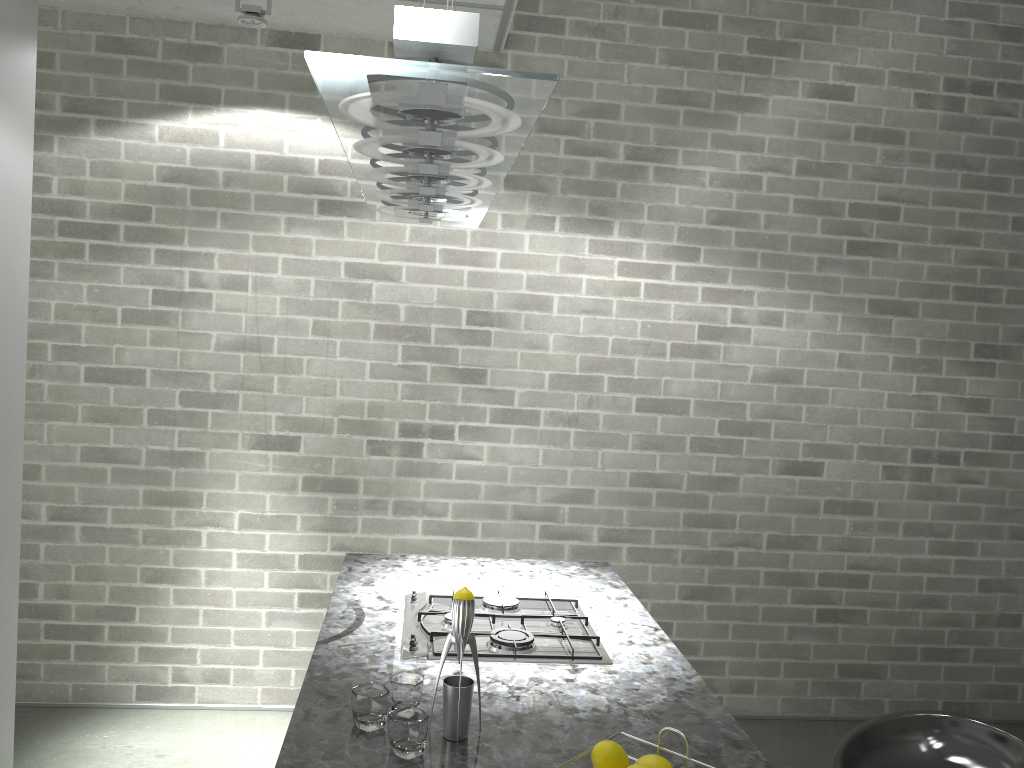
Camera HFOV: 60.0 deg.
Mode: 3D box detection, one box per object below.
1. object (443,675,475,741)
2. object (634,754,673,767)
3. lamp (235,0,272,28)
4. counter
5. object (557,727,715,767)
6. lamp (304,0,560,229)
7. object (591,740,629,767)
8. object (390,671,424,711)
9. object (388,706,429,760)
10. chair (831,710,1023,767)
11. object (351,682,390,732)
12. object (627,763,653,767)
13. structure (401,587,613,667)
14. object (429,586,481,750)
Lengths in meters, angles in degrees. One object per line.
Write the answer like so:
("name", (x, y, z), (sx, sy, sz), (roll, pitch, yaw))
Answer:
("object", (-0.104, 0.614, 1.677), (0.060, 0.106, 0.060), (3, 3, -13))
("object", (0.215, 0.590, 1.346), (0.063, 0.053, 0.051), (3, 3, -3))
("lamp", (-0.969, -1.417, 3.322), (0.109, 0.132, 0.109), (6, 4, 36))
("counter", (0.084, 1.204, 0.877), (0.900, 0.960, 4.400), (3, 3, -6))
("object", (0.182, 0.619, 1.293), (0.189, 0.174, 0.207), (6, 4, 39))
("lamp", (-0.136, -0.880, 1.722), (0.290, 0.964, 1.490), (3, 3, -6))
("object", (0.149, 0.572, 1.347), (0.059, 0.060, 0.050), (3, 3, -16))
("object", (-0.210, 0.621, 1.770), (0.063, 0.070, 0.064), (4, 3, 2))
("object", (-0.189, 0.631, 1.602), (0.064, 0.070, 0.063), (5, 4, 32))
("chair", (0.887, 1.234, 1.910), (0.464, 0.931, 0.457), (2, 3, -25))
("object", (-0.273, 0.620, 1.701), (0.064, 0.070, 0.063), (5, 4, 32))
("object", (0.187, 0.577, 1.281), (0.063, 0.053, 0.051), (3, 3, -15))
("structure", (-0.033, 0.619, 2.313), (0.500, 0.038, 0.500), (3, 3, -6))
("object", (-0.111, 0.523, 1.678), (0.088, 0.288, 0.101), (5, 3, 24))
